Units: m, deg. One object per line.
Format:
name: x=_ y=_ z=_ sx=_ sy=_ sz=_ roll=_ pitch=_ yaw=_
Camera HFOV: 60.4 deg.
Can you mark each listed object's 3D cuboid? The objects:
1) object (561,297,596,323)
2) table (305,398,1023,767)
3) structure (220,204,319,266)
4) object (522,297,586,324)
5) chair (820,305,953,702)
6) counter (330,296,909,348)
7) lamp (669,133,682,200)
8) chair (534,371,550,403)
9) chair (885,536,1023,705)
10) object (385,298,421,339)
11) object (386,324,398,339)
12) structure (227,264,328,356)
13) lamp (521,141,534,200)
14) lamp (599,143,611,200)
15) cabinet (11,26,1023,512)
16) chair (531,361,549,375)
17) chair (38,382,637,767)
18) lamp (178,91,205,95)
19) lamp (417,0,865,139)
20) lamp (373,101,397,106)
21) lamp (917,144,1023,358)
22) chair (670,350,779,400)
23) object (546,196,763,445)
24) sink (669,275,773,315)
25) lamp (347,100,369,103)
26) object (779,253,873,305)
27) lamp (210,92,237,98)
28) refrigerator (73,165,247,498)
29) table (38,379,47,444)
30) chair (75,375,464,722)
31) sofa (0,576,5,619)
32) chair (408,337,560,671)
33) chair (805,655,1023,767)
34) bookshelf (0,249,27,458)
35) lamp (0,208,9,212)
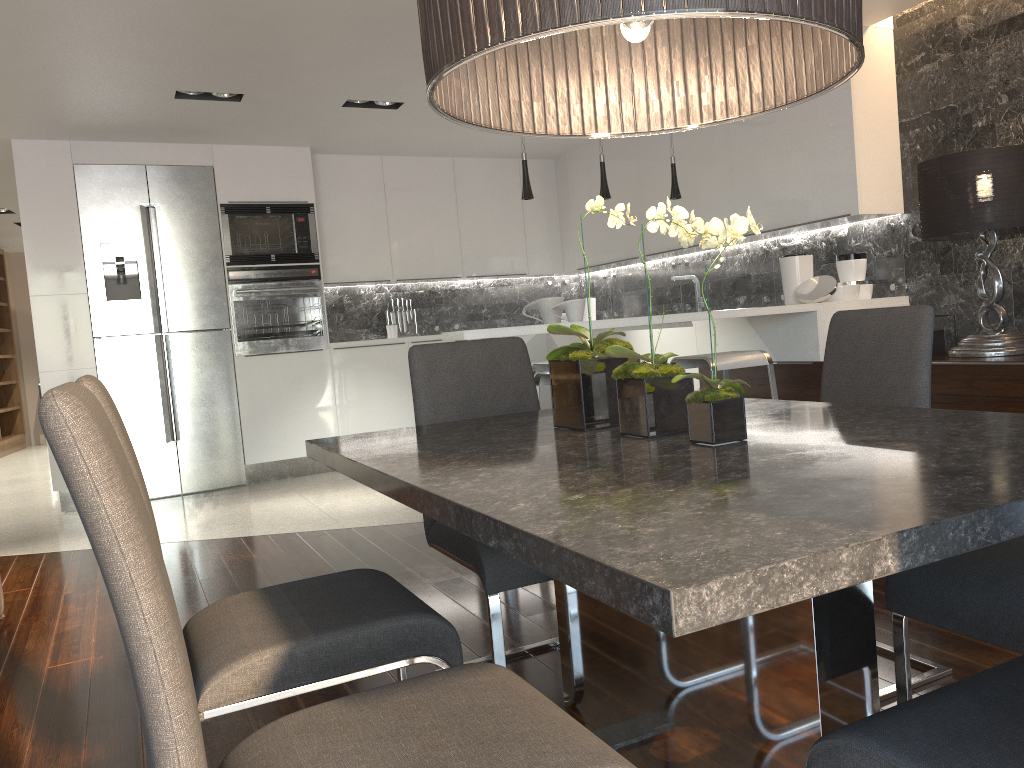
object: x=0.543 y=-0.666 z=8.061 sx=0.367 sy=0.234 sz=0.533 roll=-6 pitch=4 yaw=-16
table: x=0.329 y=0.477 z=1.693 sx=1.088 sy=0.760 sz=1.531 roll=-6 pitch=4 yaw=-25
structure: x=-1.923 y=-1.129 z=6.846 sx=0.690 sy=0.450 sz=0.585 roll=-6 pitch=4 yaw=-26
object: x=0.214 y=-0.364 z=4.341 sx=0.196 sy=0.133 sz=0.419 roll=-6 pitch=4 yaw=-24
chair: x=0.812 y=0.297 z=2.331 sx=0.598 sy=0.964 sz=0.408 roll=-7 pitch=4 yaw=-26
counter: x=0.247 y=-0.389 z=6.151 sx=2.815 sy=0.041 sz=3.850 roll=-6 pitch=4 yaw=-25
lamp: x=0.896 y=-1.473 z=4.986 sx=0.060 sy=0.845 sz=0.055 roll=-7 pitch=4 yaw=-26
chair: x=0.344 y=0.330 z=3.768 sx=0.439 sy=0.800 sz=0.411 roll=-7 pitch=4 yaw=-26
chair: x=1.087 y=0.311 z=1.720 sx=0.598 sy=0.964 sz=0.408 roll=-7 pitch=4 yaw=-26
object: x=-0.933 y=-0.562 z=7.456 sx=0.303 sy=0.336 sz=0.058 roll=-6 pitch=4 yaw=-24
object: x=-0.998 y=-0.439 z=7.334 sx=0.089 sy=0.117 sz=0.095 roll=-3 pitch=4 yaw=23
structure: x=-1.855 y=-0.566 z=6.840 sx=0.695 sy=0.651 sz=0.621 roll=-6 pitch=4 yaw=-26
lamp: x=0.045 y=-1.378 z=4.538 sx=0.060 sy=0.845 sz=0.055 roll=-7 pitch=4 yaw=-26
lamp: x=0.471 y=-1.426 z=4.762 sx=0.060 sy=0.845 sz=0.055 roll=-7 pitch=4 yaw=-26
cabinet: x=-0.019 y=-0.536 z=4.450 sx=4.650 sy=2.500 sz=6.612 roll=-6 pitch=4 yaw=-25
chair: x=0.354 y=0.263 z=4.873 sx=0.439 sy=0.800 sz=0.411 roll=-7 pitch=4 yaw=-26
chair: x=-0.168 y=0.452 z=1.061 sx=0.598 sy=0.964 sz=0.408 roll=-7 pitch=4 yaw=-26
lamp: x=-1.873 y=-1.731 z=5.140 sx=0.185 sy=0.077 sz=0.169 roll=-6 pitch=4 yaw=-26
lamp: x=0.198 y=-1.097 z=1.618 sx=0.811 sy=1.102 sz=0.797 roll=-5 pitch=3 yaw=-2
lamp: x=-0.814 y=-1.850 z=5.698 sx=0.187 sy=0.077 sz=0.167 roll=-8 pitch=5 yaw=-43
lamp: x=2.270 y=-0.608 z=4.192 sx=0.624 sy=0.933 sz=0.561 roll=-7 pitch=4 yaw=-36
chair: x=0.994 y=0.257 z=4.110 sx=0.439 sy=0.800 sz=0.411 roll=-7 pitch=4 yaw=-26
object: x=0.298 y=-0.161 z=1.772 sx=0.325 sy=0.501 sz=0.547 roll=-7 pitch=4 yaw=-29
sink: x=1.305 y=-0.526 z=6.295 sx=0.532 sy=0.520 sz=1.102 roll=-6 pitch=4 yaw=-25
lamp: x=-0.980 y=-1.831 z=5.610 sx=0.185 sy=0.077 sz=0.169 roll=-6 pitch=4 yaw=-26
object: x=1.855 y=-0.622 z=5.054 sx=0.592 sy=0.298 sz=0.403 roll=-6 pitch=4 yaw=-15
lamp: x=-1.707 y=-1.749 z=5.227 sx=0.187 sy=0.077 sz=0.167 roll=-8 pitch=5 yaw=-43
refrigerator: x=-2.577 y=-0.374 z=6.482 sx=0.913 sy=2.343 sz=0.557 roll=-7 pitch=4 yaw=-27
table: x=-5.382 y=0.278 z=11.667 sx=1.496 sy=0.865 sz=0.427 roll=-6 pitch=4 yaw=-27
chair: x=-0.442 y=0.437 z=1.672 sx=0.598 sy=0.964 sz=0.408 roll=-7 pitch=4 yaw=-26
sofa: x=-2.989 y=0.756 z=1.899 sx=2.823 sy=0.704 sz=2.407 roll=-6 pitch=4 yaw=-16
chair: x=0.014 y=0.354 z=2.433 sx=0.447 sy=0.964 sz=0.546 roll=-7 pitch=4 yaw=-25
chair: x=0.660 y=0.393 z=0.938 sx=0.447 sy=0.964 sz=0.546 roll=-7 pitch=4 yaw=-25
bookshelf: x=-5.566 y=-0.298 z=7.925 sx=0.299 sy=2.490 sz=6.345 roll=-6 pitch=4 yaw=-14
lamp: x=-4.881 y=-1.688 z=8.422 sx=0.182 sy=0.077 sz=0.171 roll=-6 pitch=4 yaw=-16
